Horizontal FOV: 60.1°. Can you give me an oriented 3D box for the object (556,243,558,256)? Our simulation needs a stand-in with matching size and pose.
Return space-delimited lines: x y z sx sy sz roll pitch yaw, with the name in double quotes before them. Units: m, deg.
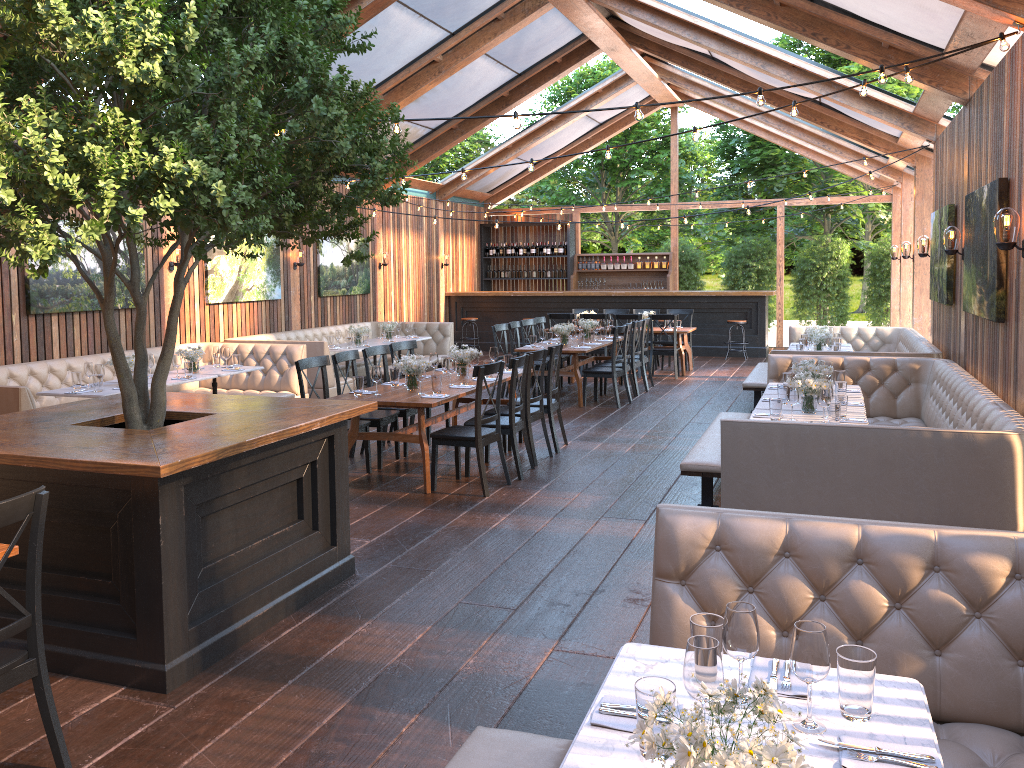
"object" 1.016 -3.119 20.472 0.077 0.306 0.077 2 5 36

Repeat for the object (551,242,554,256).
"object" 0.939 -3.112 20.412 0.077 0.308 0.078 -1 4 -1

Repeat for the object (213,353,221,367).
"object" -3.400 -0.274 10.184 0.092 0.157 0.092 -4 5 -33

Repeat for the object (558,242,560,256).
"object" 1.107 -3.125 20.491 0.077 0.308 0.078 -1 4 -1

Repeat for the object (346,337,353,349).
"object" -2.276 -0.576 12.403 0.092 0.157 0.092 0 5 6

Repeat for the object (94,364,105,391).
"object" -3.848 -0.062 8.259 0.092 0.243 0.092 -2 4 -22

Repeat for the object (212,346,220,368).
"object" -3.370 -0.303 10.077 0.092 0.243 0.092 -2 4 -22

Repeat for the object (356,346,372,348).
"object" -2.115 -0.533 12.599 0.255 0.019 0.158 2 8 20

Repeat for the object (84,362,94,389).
"object" -4.025 -0.081 8.423 0.092 0.243 0.092 -2 4 -22

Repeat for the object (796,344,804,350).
"object" 3.409 -0.391 10.462 0.092 0.157 0.092 0 5 6

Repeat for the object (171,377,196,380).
"object" -3.385 -0.060 9.076 0.255 0.019 0.158 2 8 20

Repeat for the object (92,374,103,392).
"object" -3.817 -0.006 8.157 0.092 0.157 0.092 0 5 6

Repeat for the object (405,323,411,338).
"object" -1.673 -0.859 14.198 0.092 0.243 0.092 -3 5 -28

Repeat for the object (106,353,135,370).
"object" -3.797 -0.153 8.706 0.336 0.308 0.330 3 7 32

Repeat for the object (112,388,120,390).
"object" -3.656 0.037 8.353 0.255 0.019 0.158 2 8 20

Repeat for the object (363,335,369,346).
"object" -2.108 -0.624 12.761 0.092 0.157 0.092 0 5 6

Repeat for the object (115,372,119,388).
"object" -3.754 -0.092 8.481 0.092 0.243 0.092 -2 4 -22

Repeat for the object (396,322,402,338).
"object" -1.829 -0.873 14.322 0.092 0.243 0.092 -3 5 -28

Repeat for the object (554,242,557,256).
"object" 1.006 -3.107 20.353 0.078 0.311 0.078 0 4 15

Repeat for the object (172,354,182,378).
"object" -3.483 -0.189 9.204 0.092 0.243 0.092 -2 4 -22

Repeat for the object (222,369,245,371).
"object" -3.116 -0.161 9.824 0.255 0.019 0.158 2 8 20

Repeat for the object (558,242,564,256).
"object" 1.129 -3.108 20.351 0.136 0.314 0.137 1 5 27

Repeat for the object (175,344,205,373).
"object" -3.470 -0.274 9.606 0.336 0.308 0.330 4 7 36

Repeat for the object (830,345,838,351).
"object" 3.722 -0.364 10.224 0.092 0.157 0.092 0 5 6

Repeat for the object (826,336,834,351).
"object" 3.785 -0.450 10.549 0.092 0.243 0.092 -2 4 -22

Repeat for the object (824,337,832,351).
"object" 3.690 -0.420 10.326 0.092 0.243 0.092 -2 4 -22

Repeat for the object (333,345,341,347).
"object" -2.580 -0.555 12.811 0.255 0.019 0.158 2 8 20

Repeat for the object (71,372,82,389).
"object" -4.129 -0.033 8.395 0.092 0.157 0.092 0 5 6

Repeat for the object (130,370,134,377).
"object" -3.649 -0.054 8.515 0.092 0.157 0.092 0 5 6

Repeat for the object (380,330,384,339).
"object" -2.059 -0.798 14.095 0.092 0.157 0.092 0 5 6

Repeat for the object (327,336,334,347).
"object" -2.589 -0.603 12.641 0.092 0.157 0.092 0 5 6

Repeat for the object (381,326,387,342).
"object" -1.942 -0.759 13.450 0.092 0.243 0.092 -3 5 -28

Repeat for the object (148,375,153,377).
"object" -3.847 -0.086 9.316 0.255 0.019 0.158 2 8 20

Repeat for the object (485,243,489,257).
"object" -0.589 -3.179 21.007 0.081 0.323 0.171 0 4 5

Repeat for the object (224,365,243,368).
"object" -3.233 -0.206 10.180 0.157 0.019 0.256 2 8 20

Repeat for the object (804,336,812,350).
"object" 3.513 -0.439 10.491 0.092 0.243 0.092 -2 4 -22

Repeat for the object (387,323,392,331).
"object" -1.955 -0.846 14.124 0.092 0.243 0.092 -3 5 -28

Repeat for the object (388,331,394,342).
"object" -1.837 -0.721 13.483 0.092 0.157 0.092 0 5 6

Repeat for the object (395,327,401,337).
"object" -1.860 -0.844 14.430 0.092 0.157 0.092 0 5 6

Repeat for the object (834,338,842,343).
"object" 4.161 -0.510 11.305 0.092 0.157 0.092 0 5 6

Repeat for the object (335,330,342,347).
"object" -2.484 -0.651 12.669 0.092 0.243 0.092 -2 4 -22

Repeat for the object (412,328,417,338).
"object" -1.568 -0.822 14.232 0.092 0.157 0.092 0 5 6

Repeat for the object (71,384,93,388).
"object" -4.120 0.015 8.565 0.255 0.019 0.158 2 8 20

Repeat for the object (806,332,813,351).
"object" 3.787 -0.540 11.242 0.092 0.243 0.092 -3 5 -28

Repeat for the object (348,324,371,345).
"object" -2.242 -0.723 12.949 0.330 0.308 0.337 4 8 42

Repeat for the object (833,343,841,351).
"object" 3.890 -0.412 10.582 0.092 0.157 0.092 0 5 6

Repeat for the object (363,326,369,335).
"object" -2.211 -0.752 13.420 0.092 0.243 0.092 -3 5 -28

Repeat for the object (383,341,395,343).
"object" -1.844 -0.630 13.322 0.255 0.019 0.158 2 8 20

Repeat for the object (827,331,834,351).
"object" 4.056 -0.547 11.271 0.092 0.243 0.092 -3 5 -28

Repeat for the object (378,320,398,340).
"object" -1.936 -0.843 13.849 0.329 0.308 0.338 -1 6 -6

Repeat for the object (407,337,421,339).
"object" -1.575 -0.731 14.070 0.255 0.019 0.158 2 8 20

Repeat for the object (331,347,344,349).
"object" -2.441 -0.506 12.415 0.157 0.019 0.256 2 8 20

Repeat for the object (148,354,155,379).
"object" -3.752 -0.182 9.174 0.092 0.243 0.092 -2 4 -22

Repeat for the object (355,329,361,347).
"object" -2.213 -0.661 12.727 0.092 0.243 0.092 -2 4 -22

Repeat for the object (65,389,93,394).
"object" -3.982 0.064 8.170 0.157 0.019 0.256 2 8 20

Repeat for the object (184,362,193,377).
"object" -3.377 -0.151 9.237 0.092 0.157 0.092 0 5 6

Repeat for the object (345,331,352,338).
"object" -2.308 -0.631 12.505 0.092 0.243 0.092 -2 4 -22
